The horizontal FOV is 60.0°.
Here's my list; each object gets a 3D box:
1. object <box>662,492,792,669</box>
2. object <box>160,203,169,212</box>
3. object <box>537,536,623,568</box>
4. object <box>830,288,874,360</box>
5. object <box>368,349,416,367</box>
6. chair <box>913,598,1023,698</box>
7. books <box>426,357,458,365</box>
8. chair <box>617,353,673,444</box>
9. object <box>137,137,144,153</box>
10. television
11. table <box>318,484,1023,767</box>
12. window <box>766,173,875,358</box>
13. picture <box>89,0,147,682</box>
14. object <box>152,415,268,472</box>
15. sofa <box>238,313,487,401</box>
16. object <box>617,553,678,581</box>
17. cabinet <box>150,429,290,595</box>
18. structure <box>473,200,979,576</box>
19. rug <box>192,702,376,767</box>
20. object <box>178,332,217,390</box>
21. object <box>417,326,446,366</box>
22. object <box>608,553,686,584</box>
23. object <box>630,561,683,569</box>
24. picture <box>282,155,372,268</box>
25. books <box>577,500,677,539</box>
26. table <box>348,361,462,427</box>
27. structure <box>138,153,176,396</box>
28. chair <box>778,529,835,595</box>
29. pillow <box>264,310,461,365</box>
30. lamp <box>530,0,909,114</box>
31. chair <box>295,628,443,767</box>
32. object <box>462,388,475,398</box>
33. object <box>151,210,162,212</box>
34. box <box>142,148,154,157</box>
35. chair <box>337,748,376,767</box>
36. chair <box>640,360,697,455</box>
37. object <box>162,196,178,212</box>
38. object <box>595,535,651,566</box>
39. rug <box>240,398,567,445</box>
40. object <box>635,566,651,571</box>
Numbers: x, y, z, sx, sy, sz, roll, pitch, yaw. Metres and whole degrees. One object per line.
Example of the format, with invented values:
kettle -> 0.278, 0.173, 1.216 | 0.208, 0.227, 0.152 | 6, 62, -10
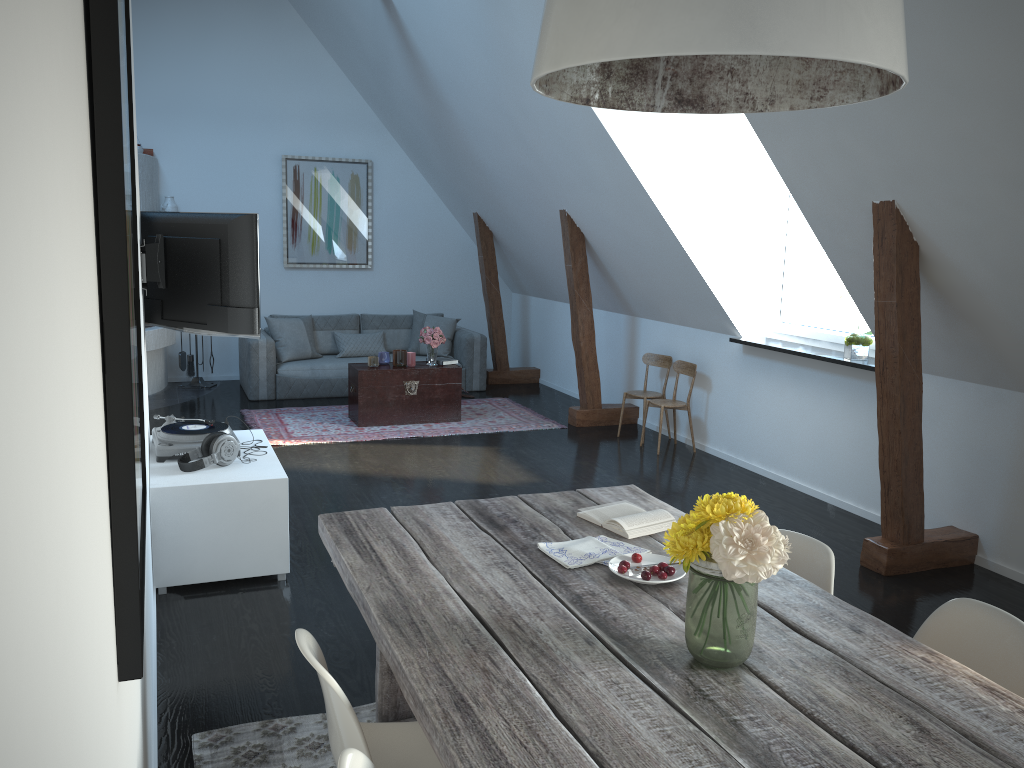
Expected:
object -> 0.441, 0.406, 1.856 | 0.293, 0.365, 0.233 | 9, 12, 38
object -> -3.454, -1.672, 8.854 | 0.081, 0.258, 0.150 | 4, 10, 11
object -> 0.189, 0.469, 2.489 | 0.182, 0.016, 0.179 | -3, 11, -27
object -> 2.083, -0.381, 5.445 | 0.309, 0.461, 0.131 | 1, 10, -4
object -> -1.058, -0.231, 7.775 | 0.413, 0.138, 0.215 | 0, 10, -10
chair -> 0.923, 0.949, 2.123 | 0.542, 0.801, 0.465 | -2, 10, -21
books -> -0.630, -0.209, 8.010 | 0.179, 0.034, 0.243 | -8, 13, -43
chair -> 1.114, 0.108, 7.377 | 0.342, 0.696, 0.329 | -6, 12, -38
object -> -3.655, -2.342, 8.619 | 0.066, 0.221, 0.231 | 3, 10, 8
television -> -1.839, -0.556, 4.536 | 1.005, 0.652, 0.537 | 8, 12, 33
table -> 0.345, 0.966, 1.973 | 1.141, 0.788, 2.421 | -2, 10, -22
window -> 0.165, -1.913, 2.889 | 5.959, 4.249, 8.018 | -2, 10, -22
picture -> -0.588, -0.292, 1.337 | 0.036, 1.181, 0.808 | -2, 10, -22
object -> -1.533, 0.277, 4.551 | 0.558, 0.162, 0.742 | -3, 11, -24
sofa -> -1.579, -0.344, 9.381 | 2.458, 0.770, 1.107 | -2, 10, -22
object -> 0.349, 0.485, 2.331 | 0.144, 0.034, 0.132 | 10, 13, 39
cabinet -> -1.524, 0.610, 4.580 | 0.623, 0.507, 1.069 | -2, 10, -22
structure -> 2.291, 0.043, 4.277 | 1.023, 1.963, 12.350 | -2, 10, -22
rug -> 0.316, 1.343, 2.051 | 1.898, 0.022, 2.677 | -2, 10, -22
object -> -3.253, -0.584, 9.127 | 0.376, 1.245, 0.376 | -7, 13, -41
object -> -0.713, -0.345, 7.859 | 0.235, 0.351, 0.234 | 7, 11, 27
object -> 0.357, 0.495, 2.347 | 0.205, 0.024, 0.205 | -4, 11, -30
object -> 0.406, 0.481, 2.371 | 0.194, 0.022, 0.019 | 0, 10, -6
picture -> -2.017, -1.872, 9.711 | 0.965, 1.185, 0.025 | -2, 10, -22
books -> 0.360, 0.413, 2.777 | 0.202, 0.042, 0.251 | -5, 12, -33
table -> -0.946, 0.075, 7.836 | 0.962, 0.492, 0.471 | -2, 10, -22
structure -> -4.838, -2.253, 8.414 | 3.058, 4.752, 3.049 | -1, 10, -13
chair -> 0.647, 0.866, 2.565 | 0.542, 0.801, 0.465 | -5, 12, -35
pillow -> -1.520, -0.502, 9.270 | 2.075, 0.515, 0.444 | -2, 10, -22
lamp -> 0.408, -1.948, 1.446 | 0.697, 2.813, 0.757 | 7, 11, 27
chair -> -0.215, 0.931, 2.046 | 0.542, 0.801, 0.465 | -3, 11, -26
object -> -0.502, 0.081, 9.067 | 0.277, 0.090, 0.101 | 6, 11, 24
object -> -3.426, -1.581, 8.554 | 0.092, 0.180, 0.092 | 3, 10, 6
box -> -3.710, -2.312, 8.869 | 0.229, 0.078, 0.127 | -2, 10, -22
chair -> -0.027, 1.021, 1.552 | 0.542, 0.801, 0.465 | -1, 10, -16
chair -> 1.246, 0.176, 7.001 | 0.342, 0.696, 0.329 | -2, 10, -20
object -> -3.482, -1.725, 9.031 | 0.165, 0.368, 0.165 | 10, 13, 39
object -> 0.272, 0.469, 2.506 | 0.185, 0.014, 0.182 | 10, 13, 41
rug -> -0.987, 0.309, 7.885 | 2.647, 0.029, 1.512 | -2, 10, -22
object -> 0.372, 0.490, 2.354 | 0.110, 0.011, 0.058 | -2, 10, -18
